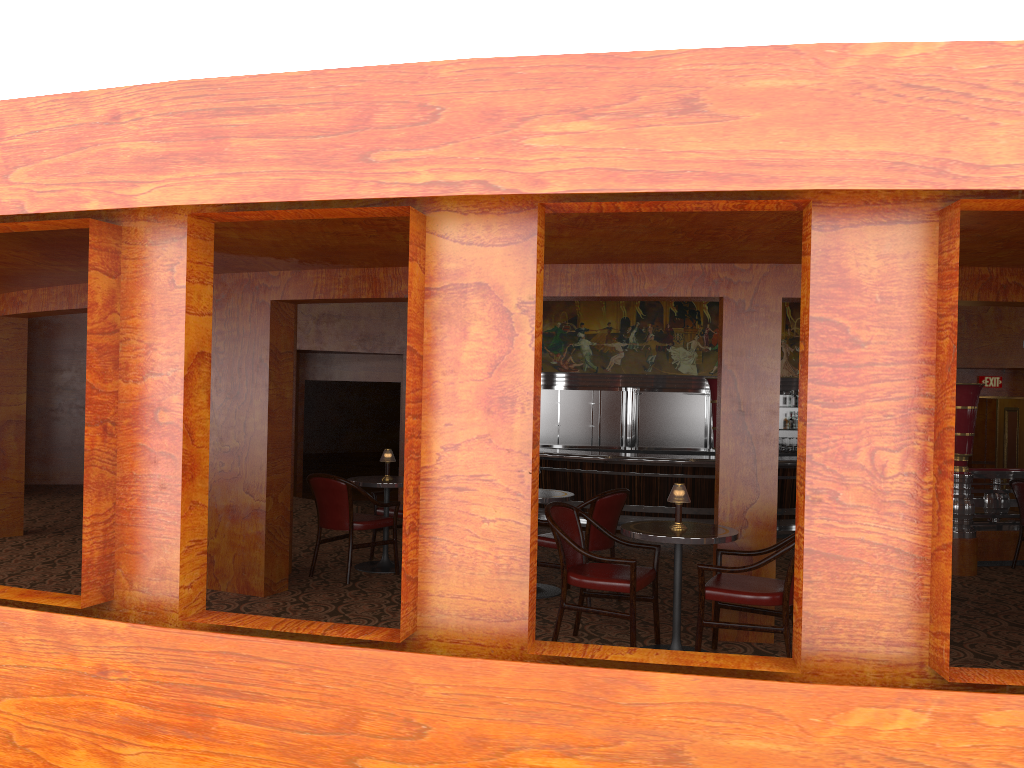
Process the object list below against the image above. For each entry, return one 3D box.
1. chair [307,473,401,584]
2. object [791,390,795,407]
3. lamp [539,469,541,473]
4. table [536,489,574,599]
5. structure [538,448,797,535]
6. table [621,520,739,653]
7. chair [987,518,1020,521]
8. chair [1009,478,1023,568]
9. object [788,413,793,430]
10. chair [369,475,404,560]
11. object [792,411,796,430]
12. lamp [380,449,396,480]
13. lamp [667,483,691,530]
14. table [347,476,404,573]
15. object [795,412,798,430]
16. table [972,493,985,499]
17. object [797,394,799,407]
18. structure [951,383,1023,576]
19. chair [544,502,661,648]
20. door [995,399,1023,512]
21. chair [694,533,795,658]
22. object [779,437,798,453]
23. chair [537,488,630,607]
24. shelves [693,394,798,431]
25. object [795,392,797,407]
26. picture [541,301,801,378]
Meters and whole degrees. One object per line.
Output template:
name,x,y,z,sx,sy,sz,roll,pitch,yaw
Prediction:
chair,-1.266,1.083,6.879,0.588,0.817,0.615,1,0,34
object,4.694,0.244,14.793,0.067,0.283,0.067,1,0,44
lamp,0.145,0.675,6.504,0.130,0.250,0.130,1,0,20
table,0.129,1.160,6.503,0.639,0.720,0.640,1,0,25
structure,2.723,1.534,13.170,7.810,1.047,3.207,1,-1,-1
table,0.915,1.159,4.902,0.639,0.720,0.640,1,0,28
chair,4.728,1.672,8.474,0.350,0.755,0.350,1,0,40
chair,4.697,1.232,7.727,0.615,0.817,0.588,1,0,-11
object,4.683,0.628,14.881,0.080,0.272,0.080,1,0,2
chair,-0.815,1.103,7.658,0.588,0.817,0.615,1,0,34
object,4.770,0.614,14.912,0.078,0.305,0.206,1,0,-5
lamp,-1.018,0.657,7.261,0.130,0.250,0.130,1,0,6
lamp,0.921,0.674,4.898,0.130,0.250,0.130,1,0,-35
table,-1.031,1.142,7.266,0.640,0.720,0.639,1,0,-12
object,4.778,0.613,14.822,0.078,0.305,0.078,1,0,-8
table,4.484,1.570,9.000,0.849,0.960,0.849,1,0,1
object,4.800,0.235,14.796,0.078,0.305,0.078,1,0,-11
structure,5.574,0.268,8.591,4.354,3.605,0.549,2,0,-27
chair,0.493,1.103,5.068,0.615,0.817,0.588,1,0,24
door,8.805,1.227,15.621,0.063,1.983,0.808,1,0,-7
chair,1.339,1.119,4.758,0.615,0.817,0.588,1,0,24
object,4.785,1.023,14.803,0.951,0.245,0.396,1,0,2
chair,0.495,1.117,6.234,0.615,0.817,0.588,1,0,39
shelves,4.282,0.480,14.857,2.594,0.568,0.339,1,0,-1
object,4.761,0.260,14.901,0.090,0.256,0.090,1,0,20
picture,2.740,-0.808,14.781,6.254,1.322,0.001,1,0,-1
